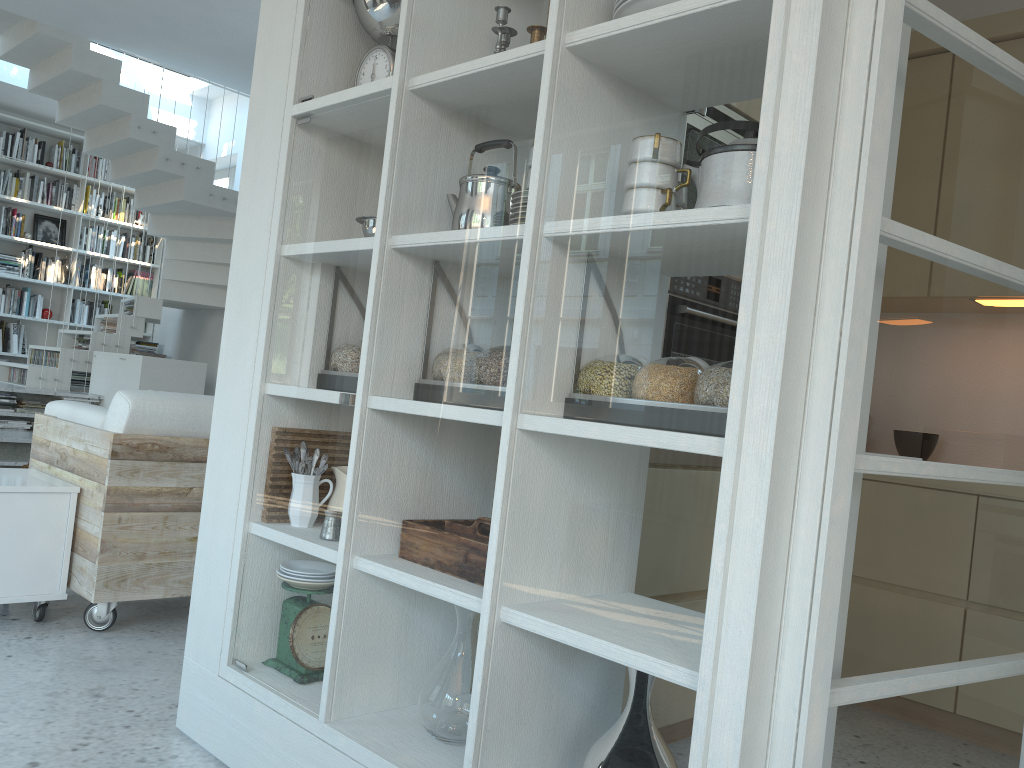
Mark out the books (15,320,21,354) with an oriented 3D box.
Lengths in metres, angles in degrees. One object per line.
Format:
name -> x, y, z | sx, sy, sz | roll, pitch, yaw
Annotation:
books -> -4.866, -0.463, 8.707 | 0.136, 0.326, 0.012 | 6, -1, 45

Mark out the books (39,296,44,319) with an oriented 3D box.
books -> -4.709, -0.759, 8.812 | 0.170, 0.223, 0.027 | 6, -1, 45

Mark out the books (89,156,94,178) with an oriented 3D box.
books -> -4.319, -2.214, 9.055 | 0.159, 0.275, 0.022 | 6, -1, 45

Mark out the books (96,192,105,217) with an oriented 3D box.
books -> -4.229, -1.828, 9.082 | 0.158, 0.263, 0.023 | 6, -1, 45

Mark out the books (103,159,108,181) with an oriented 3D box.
books -> -4.218, -2.216, 9.149 | 0.184, 0.306, 0.012 | 6, -1, 45

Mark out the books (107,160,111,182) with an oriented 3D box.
books -> -4.203, -2.198, 9.179 | 0.148, 0.275, 0.027 | 6, -1, 45

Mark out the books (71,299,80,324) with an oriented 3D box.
books -> -4.465, -0.740, 9.045 | 0.175, 0.252, 0.024 | 6, -1, 45

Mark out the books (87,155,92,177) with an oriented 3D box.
books -> -4.325, -2.235, 9.027 | 0.172, 0.313, 0.011 | 6, -1, 45

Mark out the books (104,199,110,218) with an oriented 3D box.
books -> -4.193, -1.796, 9.131 | 0.134, 0.211, 0.025 | 6, -1, 45

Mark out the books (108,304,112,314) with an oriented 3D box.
books -> -4.247, -0.710, 9.294 | 0.160, 0.254, 0.012 | 6, -1, 45

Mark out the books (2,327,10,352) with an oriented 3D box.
books -> -4.939, -0.430, 8.617 | 0.171, 0.239, 0.031 | 6, -1, 45

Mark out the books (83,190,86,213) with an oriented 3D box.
books -> -4.348, -1.859, 8.975 | 0.135, 0.293, 0.036 | 6, -1, 45

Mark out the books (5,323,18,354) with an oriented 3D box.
books -> -4.870, -0.448, 8.625 | 0.255, 0.291, 0.075 | 5, -1, 45

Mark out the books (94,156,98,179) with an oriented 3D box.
books -> -4.286, -2.215, 9.083 | 0.150, 0.286, 0.013 | 6, -1, 45

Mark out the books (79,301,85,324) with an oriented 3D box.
books -> -4.430, -0.729, 9.094 | 0.151, 0.242, 0.022 | 6, -1, 45

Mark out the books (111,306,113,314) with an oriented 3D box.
books -> -4.236, -0.701, 9.300 | 0.166, 0.240, 0.013 | 6, -1, 45

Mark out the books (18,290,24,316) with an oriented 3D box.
books -> -4.833, -0.791, 8.699 | 0.160, 0.254, 0.012 | 6, -1, 45

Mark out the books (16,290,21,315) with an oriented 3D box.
books -> -4.842, -0.791, 8.653 | 0.177, 0.249, 0.014 | 6, -1, 45

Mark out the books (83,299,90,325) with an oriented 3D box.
books -> -4.402, -0.738, 9.140 | 0.133, 0.267, 0.024 | 6, -1, 45

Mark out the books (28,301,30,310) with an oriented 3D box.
books -> -4.787, -0.784, 8.738 | 0.153, 0.252, 0.010 | 6, -1, 45

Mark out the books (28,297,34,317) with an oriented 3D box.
books -> -4.767, -0.756, 8.743 | 0.189, 0.201, 0.030 | 5, -1, 45

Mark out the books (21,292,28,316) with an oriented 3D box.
books -> -4.804, -0.783, 8.694 | 0.189, 0.244, 0.023 | 6, -1, 45

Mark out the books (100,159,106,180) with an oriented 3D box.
books -> -4.241, -2.187, 9.127 | 0.182, 0.244, 0.023 | 6, -1, 45

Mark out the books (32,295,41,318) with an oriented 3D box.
books -> -4.725, -0.767, 8.793 | 0.181, 0.235, 0.025 | 6, -1, 45

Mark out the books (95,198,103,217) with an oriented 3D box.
books -> -4.238, -1.794, 9.054 | 0.189, 0.193, 0.024 | 5, -1, 45

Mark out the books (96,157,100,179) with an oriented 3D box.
books -> -4.269, -2.204, 9.083 | 0.184, 0.269, 0.012 | 6, -1, 45

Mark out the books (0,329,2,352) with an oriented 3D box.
books -> -4.974, -0.423, 8.578 | 0.184, 0.217, 0.052 | 5, -1, 45

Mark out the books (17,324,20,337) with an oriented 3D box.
books -> -4.873, -0.443, 8.695 | 0.159, 0.285, 0.012 | 6, -1, 45

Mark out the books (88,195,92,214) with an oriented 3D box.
books -> -4.309, -1.810, 8.986 | 0.165, 0.205, 0.024 | 5, -1, 45

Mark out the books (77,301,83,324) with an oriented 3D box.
books -> -4.450, -0.729, 9.072 | 0.153, 0.236, 0.037 | 6, -1, 45

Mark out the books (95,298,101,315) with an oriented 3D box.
books -> -4.318, -0.741, 9.217 | 0.141, 0.297, 0.013 | 6, -1, 45

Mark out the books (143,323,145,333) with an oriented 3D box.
books -> -3.991, -0.665, 9.557 | 0.152, 0.237, 0.022 | 6, -1, 45

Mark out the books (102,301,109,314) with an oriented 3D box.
books -> -4.261, -0.727, 9.263 | 0.161, 0.284, 0.011 | 6, -1, 45

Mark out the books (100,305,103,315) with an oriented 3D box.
books -> -4.308, -0.707, 9.222 | 0.172, 0.230, 0.014 | 6, -1, 45

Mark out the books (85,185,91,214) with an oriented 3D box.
books -> -4.315, -1.856, 8.975 | 0.183, 0.294, 0.010 | 6, -1, 45

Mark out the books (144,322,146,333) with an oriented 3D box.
books -> -3.981, -0.703, 9.575 | 0.129, 0.315, 0.013 | 6, -1, 45

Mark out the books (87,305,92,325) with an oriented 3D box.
books -> -4.383, -0.706, 9.153 | 0.149, 0.208, 0.025 | 6, -1, 45

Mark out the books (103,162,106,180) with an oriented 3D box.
books -> -4.236, -2.228, 9.152 | 0.151, 0.326, 0.012 | 6, -1, 45

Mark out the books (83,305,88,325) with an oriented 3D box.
books -> -4.411, -0.707, 9.108 | 0.172, 0.201, 0.029 | 5, -1, 45

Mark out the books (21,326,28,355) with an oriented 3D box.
books -> -4.817, -0.430, 8.743 | 0.148, 0.274, 0.062 | 6, -1, 45

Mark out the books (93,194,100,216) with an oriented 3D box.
books -> -4.266, -1.813, 9.033 | 0.161, 0.223, 0.049 | 6, -1, 45

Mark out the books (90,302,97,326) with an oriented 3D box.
books -> -4.344, -0.722, 9.153 | 0.184, 0.248, 0.027 | 6, -1, 45

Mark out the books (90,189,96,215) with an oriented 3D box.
books -> -4.282, -1.836, 8.999 | 0.189, 0.263, 0.026 | 6, -1, 45

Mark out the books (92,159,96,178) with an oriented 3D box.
books -> -4.313, -2.186, 9.079 | 0.136, 0.223, 0.025 | 6, -1, 45

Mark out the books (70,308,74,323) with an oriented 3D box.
books -> -4.512, -0.758, 9.017 | 0.159, 0.278, 0.085 | 6, -1, 45

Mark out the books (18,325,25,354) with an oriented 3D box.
books -> -4.840, -0.440, 8.705 | 0.160, 0.287, 0.025 | 6, -1, 45

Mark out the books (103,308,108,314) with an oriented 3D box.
books -> -4.270, -0.689, 9.245 | 0.174, 0.205, 0.021 | 5, -1, 45

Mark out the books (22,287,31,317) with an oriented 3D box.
books -> -4.786, -0.804, 8.714 | 0.181, 0.290, 0.026 | 6, -1, 45

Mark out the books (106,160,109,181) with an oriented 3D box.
books -> -4.218, -2.192, 9.164 | 0.167, 0.260, 0.014 | 6, -1, 45

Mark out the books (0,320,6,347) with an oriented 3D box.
books -> -4.963, -0.465, 8.616 | 0.131, 0.304, 0.010 | 6, -1, 45

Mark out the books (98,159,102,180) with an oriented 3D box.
books -> -4.261, -2.183, 9.097 | 0.174, 0.229, 0.022 | 6, -1, 45

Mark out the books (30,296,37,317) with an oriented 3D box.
books -> -4.754, -0.763, 8.778 | 0.139, 0.218, 0.037 | 6, -1, 45

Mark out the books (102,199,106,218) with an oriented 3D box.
books -> -4.240, -1.795, 9.132 | 0.170, 0.199, 0.038 | 5, -1, 45

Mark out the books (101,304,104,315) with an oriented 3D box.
books -> -4.305, -0.711, 9.248 | 0.131, 0.242, 0.027 | 6, -1, 45

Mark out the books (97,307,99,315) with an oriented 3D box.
books -> -4.338, -0.696, 9.202 | 0.164, 0.201, 0.027 | 5, -1, 45
